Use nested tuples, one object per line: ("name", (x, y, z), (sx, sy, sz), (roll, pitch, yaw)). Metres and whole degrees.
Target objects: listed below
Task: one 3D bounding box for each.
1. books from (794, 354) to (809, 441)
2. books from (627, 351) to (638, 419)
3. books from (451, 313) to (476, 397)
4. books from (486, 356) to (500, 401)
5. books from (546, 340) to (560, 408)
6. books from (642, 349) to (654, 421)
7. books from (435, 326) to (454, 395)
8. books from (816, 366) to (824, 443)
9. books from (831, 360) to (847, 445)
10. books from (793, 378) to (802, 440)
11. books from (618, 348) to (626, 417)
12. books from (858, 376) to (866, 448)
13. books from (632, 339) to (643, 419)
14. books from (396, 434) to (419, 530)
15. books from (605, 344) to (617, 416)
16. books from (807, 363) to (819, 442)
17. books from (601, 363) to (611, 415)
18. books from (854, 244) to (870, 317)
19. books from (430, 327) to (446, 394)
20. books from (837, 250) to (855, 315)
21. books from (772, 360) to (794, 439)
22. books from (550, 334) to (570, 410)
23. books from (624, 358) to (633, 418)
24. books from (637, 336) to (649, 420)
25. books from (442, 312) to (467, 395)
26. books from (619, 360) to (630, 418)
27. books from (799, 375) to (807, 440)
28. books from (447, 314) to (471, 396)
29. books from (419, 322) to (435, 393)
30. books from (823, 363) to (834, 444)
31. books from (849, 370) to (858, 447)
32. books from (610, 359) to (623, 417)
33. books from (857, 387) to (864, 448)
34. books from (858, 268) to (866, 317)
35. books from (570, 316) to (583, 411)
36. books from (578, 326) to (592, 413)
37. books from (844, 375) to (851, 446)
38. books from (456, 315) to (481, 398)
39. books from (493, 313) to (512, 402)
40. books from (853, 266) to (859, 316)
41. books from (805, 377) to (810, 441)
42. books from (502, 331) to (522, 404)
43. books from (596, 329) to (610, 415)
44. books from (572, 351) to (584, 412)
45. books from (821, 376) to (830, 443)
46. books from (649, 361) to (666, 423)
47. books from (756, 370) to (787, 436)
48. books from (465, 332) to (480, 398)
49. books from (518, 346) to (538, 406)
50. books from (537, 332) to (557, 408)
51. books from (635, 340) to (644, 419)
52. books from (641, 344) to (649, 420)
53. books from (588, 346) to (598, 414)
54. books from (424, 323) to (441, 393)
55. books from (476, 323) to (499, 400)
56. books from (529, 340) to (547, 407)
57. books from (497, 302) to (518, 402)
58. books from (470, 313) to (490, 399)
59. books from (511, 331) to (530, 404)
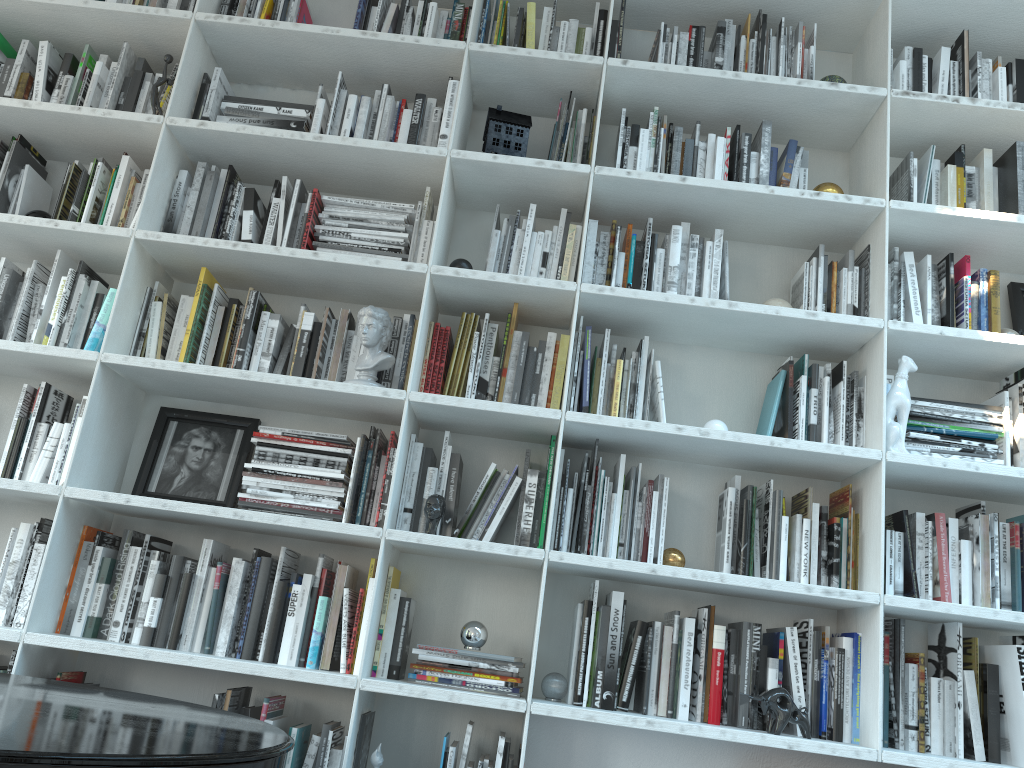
("books", (0.823, 0.077, 2.567), (0.013, 0.294, 0.154), (7, -16, 2))
("books", (0.339, 0.041, 2.574), (0.017, 0.242, 0.133), (7, -16, 2))
("books", (-0.142, -0.047, 2.586), (0.035, 0.292, 0.145), (7, -16, 2))
("books", (-0.056, 0.026, 2.594), (0.030, 0.180, 0.132), (7, -16, 2))
("books", (0.114, 0.013, 2.592), (0.019, 0.247, 0.149), (7, -16, 2))
("books", (0.388, 0.043, 2.578), (0.007, 0.253, 0.161), (7, -16, 2))
("books", (-0.200, -0.024, 2.611), (0.013, 0.246, 0.177), (7, -16, 2))
("books", (0.859, 0.095, 2.548), (0.015, 0.258, 0.152), (7, -16, 2))
("books", (0.914, 0.091, 2.535), (0.012, 0.272, 0.184), (7, -16, 2))
("books", (0.795, 0.110, 2.541), (0.006, 0.209, 0.188), (7, -16, 2))
("books", (0.306, 0.036, 2.572), (0.008, 0.241, 0.169), (7, -16, 2))
("books", (0.983, 0.116, 2.538), (0.010, 0.245, 0.159), (7, -16, 2))
("books", (0.352, 0.027, 2.569), (0.006, 0.269, 0.179), (7, -16, 2))
("books", (-0.292, 0.298, 2.505), (0.012, 0.284, 0.160), (7, -16, 2))
("books", (0.279, 0.027, 2.579), (0.013, 0.255, 0.145), (7, -16, 2))
("books", (0.843, 0.091, 2.549), (0.018, 0.262, 0.165), (7, -16, 2))
("books", (0.262, 0.054, 2.565), (0.014, 0.192, 0.147), (7, -16, 2))
("books", (1.027, -0.251, 2.640), (0.005, 0.277, 0.183), (7, -16, 2))
("books", (-0.215, -0.028, 2.600), (0.014, 0.243, 0.145), (7, -16, 2))
("books", (0.979, -0.246, 2.642), (0.016, 0.256, 0.176), (7, -16, 2))
("books", (0.778, 0.083, 2.556), (0.021, 0.263, 0.175), (7, -16, 2))
("books", (0.134, 0.005, 2.592), (0.033, 0.268, 0.142), (7, -16, 2))
("books", (0.325, 0.050, 2.559), (0.007, 0.211, 0.158), (7, -16, 2))
("books", (0.368, 0.022, 2.576), (0.013, 0.286, 0.159), (7, -16, 2))
("books", (-0.167, -0.049, 2.591), (0.035, 0.292, 0.145), (7, -16, 2))
("books", (0.314, 0.053, 2.567), (0.014, 0.208, 0.157), (7, -16, 2))
("books", (0.805, 0.107, 2.542), (0.013, 0.218, 0.188), (7, -16, 2))
("books", (-0.155, -0.045, 2.600), (0.035, 0.292, 0.145), (7, -16, 2))
("books", (-0.247, -0.037, 2.602), (0.014, 0.253, 0.161), (7, -16, 2))
("books", (0.892, 0.094, 2.557), (0.032, 0.274, 0.155), (7, -16, 2))
("books", (0.950, 0.107, 2.535), (0.011, 0.252, 0.169), (7, -16, 2))
("books", (0.290, 0.050, 2.540), (0.017, 0.191, 0.192), (7, -16, 2))
("books", (0.965, 0.133, 2.543), (0.023, 0.211, 0.165), (7, -16, 2))
("books", (1.014, -0.216, 2.637), (0.012, 0.205, 0.170), (7, -16, 2))
("books", (0.181, -0.021, 2.575), (0.006, 0.317, 0.165), (7, -16, 2))
("books", (0.210, -0.001, 2.573), (0.035, 0.287, 0.192), (7, -16, 2))
("books", (0.938, 0.114, 2.551), (0.013, 0.244, 0.159), (7, -16, 2))
("books", (-0.129, -0.042, 2.599), (0.035, 0.292, 0.145), (7, -16, 2))
("books", (-0.029, -0.037, 2.571), (0.019, 0.292, 0.183), (7, -16, 2))
("books", (0.989, -0.219, 2.633), (0.013, 0.204, 0.174), (7, -16, 2))
("books", (0.828, 0.110, 2.559), (0.007, 0.229, 0.147), (7, -16, 2))
("books", (-0.001, -0.007, 2.585), (0.033, 0.252, 0.175), (7, -16, 2))
("books", (0.254, 0.004, 2.555), (0.013, 0.278, 0.192), (7, -16, 2))
("books", (0.185, 0.032, 2.574), (0.015, 0.219, 0.155), (7, -16, 2))
("books", (0.870, 0.111, 2.536), (0.012, 0.223, 0.178), (7, -16, 2))
("books", (0.414, 0.060, 2.545), (0.051, 0.209, 0.177), (7, -16, 2))
("books", (0.739, 0.093, 2.560), (0.056, 0.240, 0.154), (7, -16, 2))
("books", (-0.114, -0.013, 2.582), (0.015, 0.231, 0.180), (7, -16, 2))
("books", (0.043, 0.017, 2.561), (0.034, 0.203, 0.182), (7, -16, 2))
("books", (0.096, -0.002, 2.581), (0.032, 0.265, 0.143), (7, -16, 2))
("books", (0.358, 0.027, 2.575), (0.006, 0.273, 0.167), (7, -16, 2))
("books", (0.381, 0.029, 2.618), (0.011, 0.299, 0.089), (7, -16, 2))
("books", (0.228, 0.028, 2.585), (0.007, 0.243, 0.146), (7, -16, 2))
("books", (-0.231, -0.035, 2.603), (0.015, 0.254, 0.151), (7, -16, 2))
("books", (-0.075, -0.024, 2.606), (0.035, 0.277, 0.139), (7, -16, 2))
("books", (0.071, 0.009, 2.584), (0.028, 0.239, 0.146), (7, -16, 2))
("books", (-0.014, -0.051, 2.595), (0.021, 0.336, 0.170), (7, -16, 2))
("books", (-0.093, -0.041, 2.587), (0.019, 0.293, 0.164), (7, -16, 2))
("books", (0.021, -0.006, 2.559), (0.027, 0.241, 0.189), (7, -16, 2))
